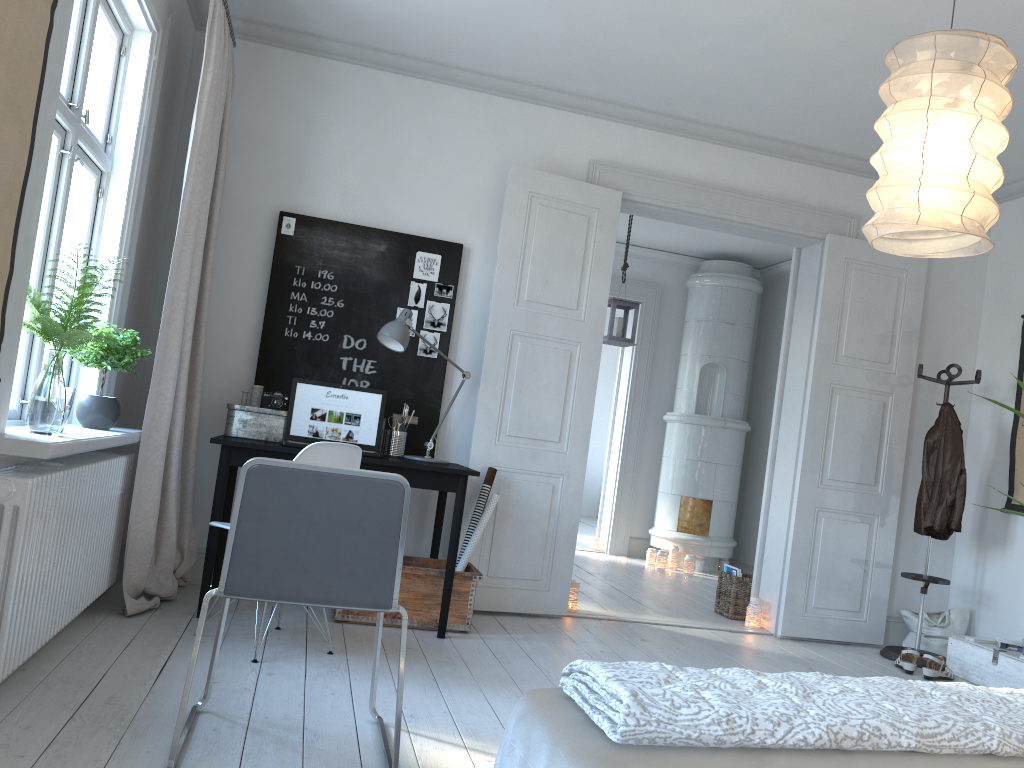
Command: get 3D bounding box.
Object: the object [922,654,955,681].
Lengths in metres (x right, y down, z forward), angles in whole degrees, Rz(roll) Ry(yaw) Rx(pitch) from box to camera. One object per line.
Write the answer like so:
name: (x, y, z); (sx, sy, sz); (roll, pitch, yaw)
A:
object: (2.201, 1.451, 4.558); (0.273, 0.125, 0.099); (10, -4, -40)

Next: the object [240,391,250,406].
object: (-1.285, 0.068, 4.259); (0.040, 0.069, 0.040); (9, -3, -24)

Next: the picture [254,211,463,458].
picture: (-0.799, -0.230, 4.588); (0.953, 1.171, 0.064); (8, -3, -12)

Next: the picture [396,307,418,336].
picture: (-0.551, -0.322, 4.613); (0.107, 0.150, 0.001); (8, -2, -12)

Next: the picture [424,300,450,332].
picture: (-0.394, -0.359, 4.649); (0.121, 0.152, 0.002); (8, -2, -12)

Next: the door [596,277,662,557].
door: (0.373, 0.217, 8.081); (2.600, 2.503, 0.578); (8, -3, -12)

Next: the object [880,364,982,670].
object: (2.364, 0.723, 4.978); (0.374, 1.657, 0.375); (8, -2, -5)

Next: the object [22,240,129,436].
object: (-1.374, -0.132, 2.641); (0.414, 0.564, 0.305); (7, -3, 22)

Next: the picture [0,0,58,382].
picture: (-1.170, -0.660, 1.941); (0.057, 1.312, 0.793); (8, -3, -12)

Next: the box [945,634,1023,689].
box: (2.567, 1.447, 4.480); (0.376, 0.218, 0.641); (8, -3, -12)

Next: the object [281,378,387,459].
object: (-0.802, 0.152, 4.059); (0.446, 0.315, 0.325); (8, -3, -12)

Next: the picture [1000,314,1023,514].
picture: (2.959, 0.068, 4.677); (0.057, 1.312, 0.793); (8, -3, -12)

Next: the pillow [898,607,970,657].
pillow: (2.463, 1.427, 5.171); (0.317, 0.314, 0.273); (8, -3, -12)

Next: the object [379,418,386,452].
object: (-0.681, 0.261, 4.440); (0.079, 0.188, 0.079); (9, -3, -33)

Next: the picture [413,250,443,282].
picture: (-0.440, -0.620, 4.642); (0.148, 0.154, 0.004); (8, -3, -12)

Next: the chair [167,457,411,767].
chair: (-0.568, 0.607, 2.462); (0.562, 0.797, 0.525); (8, -3, -12)

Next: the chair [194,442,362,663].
chair: (-0.891, 0.610, 3.466); (0.553, 0.823, 0.475); (5, -4, 43)

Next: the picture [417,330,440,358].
picture: (-0.435, -0.210, 4.638); (0.103, 0.136, 0.001); (8, -2, -12)

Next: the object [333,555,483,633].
object: (-0.511, 0.981, 4.203); (0.665, 0.282, 0.339); (8, -3, -12)

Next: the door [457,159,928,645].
door: (1.035, 0.128, 5.139); (2.600, 2.503, 0.578); (8, -3, -12)

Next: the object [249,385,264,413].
object: (-1.217, 0.070, 4.207); (0.056, 0.130, 0.167); (8, -3, -14)

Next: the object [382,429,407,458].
object: (-0.581, 0.296, 4.388); (0.108, 0.128, 0.108); (8, -3, 3)

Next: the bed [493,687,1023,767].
bed: (0.978, 0.581, 0.677); (1.889, 1.046, 2.177); (8, -3, -12)

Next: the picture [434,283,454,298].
picture: (-0.357, -0.493, 4.661); (0.095, 0.071, 0.001); (8, -3, -12)

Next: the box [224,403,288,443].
box: (-1.204, 0.189, 4.233); (0.317, 0.152, 0.193); (8, -3, -12)

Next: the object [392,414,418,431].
object: (-0.543, 0.261, 4.452); (0.138, 0.208, 0.034); (9, -3, -32)

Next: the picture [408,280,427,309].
picture: (-0.494, -0.466, 4.629); (0.083, 0.145, 0.002); (8, -2, -12)

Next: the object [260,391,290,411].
object: (-1.110, 0.077, 4.162); (0.137, 0.087, 0.073); (8, -3, -12)

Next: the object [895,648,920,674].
object: (2.083, 1.442, 4.675); (0.099, 0.125, 0.273); (7, -3, 20)

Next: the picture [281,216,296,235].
picture: (-1.132, -0.801, 4.491); (0.061, 0.088, 0.004); (9, -3, -16)
